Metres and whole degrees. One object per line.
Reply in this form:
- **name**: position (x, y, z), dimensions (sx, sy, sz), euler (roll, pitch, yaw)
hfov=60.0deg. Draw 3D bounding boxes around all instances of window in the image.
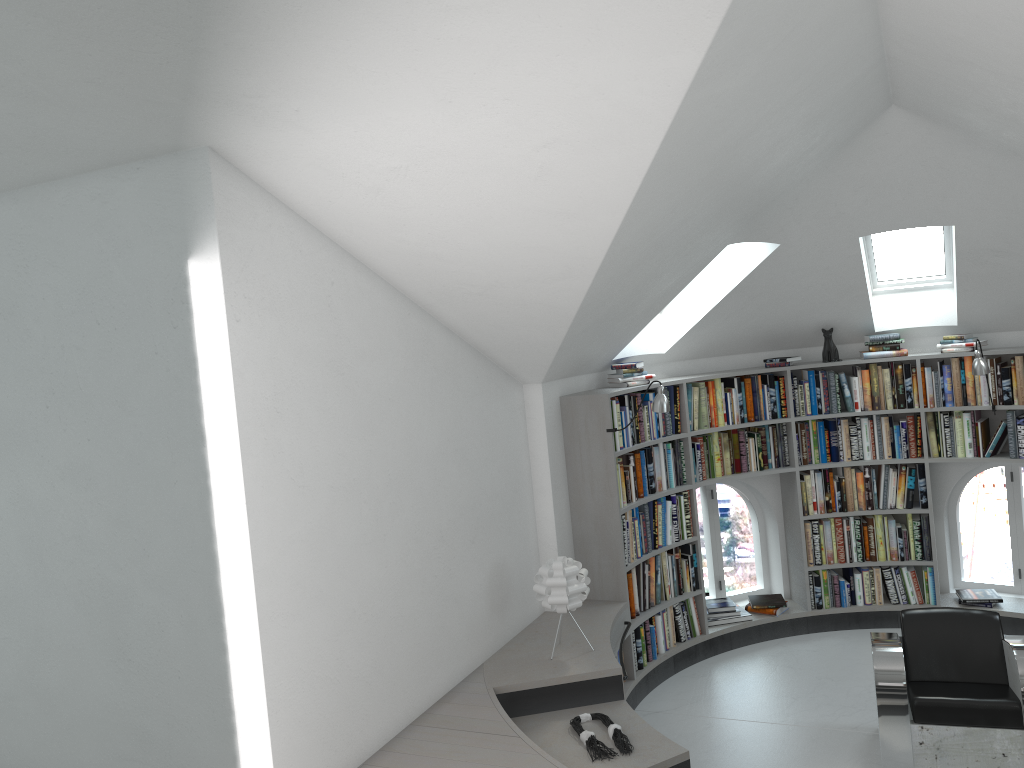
- **window**: position (2.629, -0.974, 5.907), dimensions (4.051, 0.713, 1.936), euler (-4, 3, 25)
- **window**: position (2.732, 1.164, 6.950), dimensions (3.229, 1.150, 0.618), euler (-5, 2, 11)

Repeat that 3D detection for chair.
- **chair**: position (2.400, 1.656, 4.786), dimensions (0.822, 0.719, 0.742), euler (-5, 2, 20)

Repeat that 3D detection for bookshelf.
- **bookshelf**: position (2.798, 0.789, 5.949), dimensions (4.329, 1.879, 2.112), euler (-4, 3, 25)

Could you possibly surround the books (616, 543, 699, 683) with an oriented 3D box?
- **books**: position (0.808, 1.573, 6.029), dimensions (0.390, 0.695, 1.644), euler (-4, 3, 35)

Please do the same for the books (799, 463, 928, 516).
- **books**: position (2.690, 0.792, 6.846), dimensions (0.997, 0.351, 0.298), euler (-5, 2, 9)

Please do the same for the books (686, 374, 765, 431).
- **books**: position (1.548, 0.134, 6.755), dimensions (0.793, 0.373, 0.269), euler (-7, 2, -21)

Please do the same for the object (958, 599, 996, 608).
- **object**: position (3.490, 1.615, 6.625), dimensions (0.226, 0.036, 0.214), euler (-3, 4, 42)

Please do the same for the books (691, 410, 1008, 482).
- **books**: position (2.432, 0.448, 6.729), dimensions (2.528, 0.370, 0.591), euler (-5, 3, 6)

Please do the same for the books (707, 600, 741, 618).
- **books**: position (1.605, 1.743, 6.864), dimensions (0.269, 0.031, 0.286), euler (-5, 3, 2)

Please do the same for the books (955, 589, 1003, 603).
- **books**: position (3.487, 1.585, 6.624), dimensions (0.268, 0.029, 0.253), euler (-5, 3, 15)

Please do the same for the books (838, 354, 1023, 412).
- **books**: position (3.227, -0.017, 6.561), dimensions (1.564, 0.366, 0.394), euler (-4, 3, 31)

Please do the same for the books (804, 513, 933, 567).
- **books**: position (2.740, 1.175, 6.855), dimensions (1.031, 0.357, 0.293), euler (-5, 2, 10)

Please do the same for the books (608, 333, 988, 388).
- **books**: position (2.061, -0.209, 6.631), dimensions (2.814, 0.173, 0.748), euler (-6, 3, -4)

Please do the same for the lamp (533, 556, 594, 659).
- **lamp**: position (0.292, 1.242, 4.980), dimensions (0.305, 0.524, 0.306), euler (-5, 2, 14)

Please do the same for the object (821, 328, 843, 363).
- **object**: position (2.460, -0.302, 6.834), dimensions (0.147, 0.265, 0.202), euler (-5, 2, 22)

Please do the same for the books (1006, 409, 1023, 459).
- **books**: position (3.734, 0.346, 6.231), dimensions (0.398, 0.340, 0.224), euler (-3, 3, 45)

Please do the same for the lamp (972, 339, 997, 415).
- **lamp**: position (3.308, -0.042, 6.226), dimensions (0.113, 0.566, 0.358), euler (-5, 2, 32)

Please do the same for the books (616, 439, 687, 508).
- **books**: position (0.868, 0.620, 6.258), dimensions (0.302, 0.347, 1.090), euler (-4, 3, 41)

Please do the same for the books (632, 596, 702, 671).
- **books**: position (1.004, 1.732, 6.307), dimensions (0.282, 0.319, 0.920), euler (-3, 4, 43)

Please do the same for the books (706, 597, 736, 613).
- **books**: position (1.602, 1.712, 6.863), dimensions (0.213, 0.036, 0.227), euler (-5, 3, 2)

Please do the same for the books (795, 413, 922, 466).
- **books**: position (2.661, 0.412, 6.878), dimensions (1.027, 0.359, 0.301), euler (-5, 2, 11)

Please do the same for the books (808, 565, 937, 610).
- **books**: position (2.757, 1.539, 6.862), dimensions (1.018, 0.306, 0.288), euler (-5, 2, 10)

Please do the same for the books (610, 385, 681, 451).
- **books**: position (0.829, 0.235, 6.227), dimensions (0.300, 0.361, 1.035), euler (-4, 3, 41)

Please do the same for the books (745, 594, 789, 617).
- **books**: position (1.981, 1.714, 6.879), dimensions (0.317, 0.099, 0.292), euler (-4, 3, 27)

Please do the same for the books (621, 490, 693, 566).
- **books**: position (0.919, 0.996, 6.220), dimensions (0.260, 0.359, 1.022), euler (-4, 3, 42)

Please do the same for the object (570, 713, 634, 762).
- **object**: position (0.425, 1.690, 4.269), dimensions (0.218, 0.082, 0.473), euler (-6, 3, -12)

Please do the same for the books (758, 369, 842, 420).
- **books**: position (2.213, 0.073, 6.899), dimensions (0.682, 0.346, 0.265), euler (-5, 2, 2)

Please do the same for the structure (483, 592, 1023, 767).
- **structure**: position (2.293, 1.675, 4.720), dimensions (4.714, 0.692, 4.709), euler (-7, 3, -20)

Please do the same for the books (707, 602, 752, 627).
- **books**: position (1.608, 1.777, 6.865), dimensions (0.365, 0.042, 0.388), euler (-6, 3, -8)

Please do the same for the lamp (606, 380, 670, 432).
- **lamp**: position (0.810, 0.141, 5.729), dimensions (0.413, 0.312, 0.117), euler (-4, 2, 22)
